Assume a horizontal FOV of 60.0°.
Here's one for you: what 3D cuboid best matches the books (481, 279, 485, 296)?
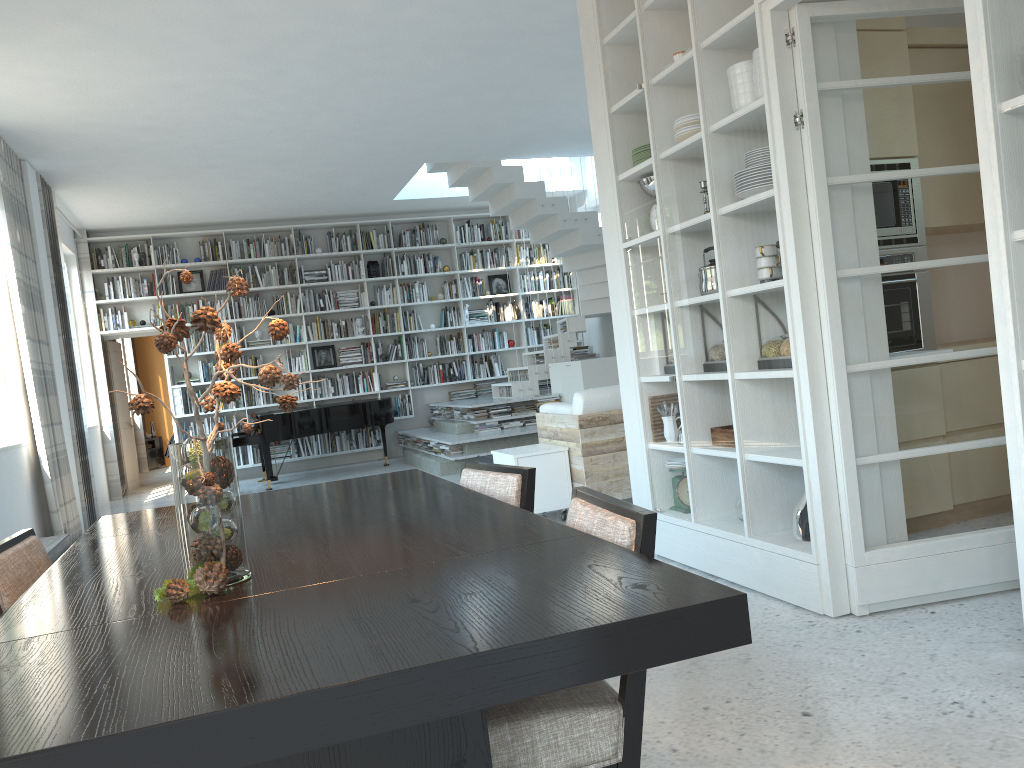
[{"bbox_3d":[-0.417,-1.314,12.205,0.026,0.244,0.178,-7,2,-18],"label":"books"}]

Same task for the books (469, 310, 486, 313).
[{"bbox_3d":[-0.496,-0.987,12.197,0.254,0.012,0.161,-7,2,-16],"label":"books"}]

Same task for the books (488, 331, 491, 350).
[{"bbox_3d":[-0.335,-0.597,12.245,0.011,0.272,0.152,-7,2,-18],"label":"books"}]

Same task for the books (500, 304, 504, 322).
[{"bbox_3d":[-0.157,-0.975,12.303,0.031,0.242,0.147,-7,2,-18],"label":"books"}]

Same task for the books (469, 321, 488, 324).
[{"bbox_3d":[-0.481,-0.843,12.197,0.254,0.012,0.161,-7,2,-22],"label":"books"}]

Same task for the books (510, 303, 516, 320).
[{"bbox_3d":[0.006,-1.002,12.360,0.024,0.255,0.145,-7,2,-18],"label":"books"}]

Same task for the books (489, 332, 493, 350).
[{"bbox_3d":[-0.317,-0.587,12.254,0.026,0.246,0.165,-7,2,-18],"label":"books"}]

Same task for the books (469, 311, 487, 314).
[{"bbox_3d":[-0.494,-0.975,12.198,0.285,0.012,0.159,-7,2,-16],"label":"books"}]

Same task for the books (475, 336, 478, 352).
[{"bbox_3d":[-0.502,-0.551,12.180,0.011,0.223,0.163,-7,2,-18],"label":"books"}]

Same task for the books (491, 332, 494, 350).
[{"bbox_3d":[-0.292,-0.591,12.241,0.014,0.249,0.177,-7,2,-18],"label":"books"}]

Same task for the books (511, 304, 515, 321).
[{"bbox_3d":[-0.019,-0.991,12.336,0.041,0.239,0.176,-7,2,-18],"label":"books"}]

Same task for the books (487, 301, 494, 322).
[{"bbox_3d":[-0.290,-0.987,12.242,0.011,0.300,0.184,-7,2,-18],"label":"books"}]

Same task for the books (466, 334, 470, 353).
[{"bbox_3d":[-0.622,-0.552,12.160,0.012,0.254,0.161,-7,2,-18],"label":"books"}]

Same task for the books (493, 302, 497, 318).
[{"bbox_3d":[-0.247,-0.983,12.281,0.013,0.280,0.131,-7,2,-18],"label":"books"}]

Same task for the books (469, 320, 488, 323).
[{"bbox_3d":[-0.481,-0.855,12.194,0.285,0.012,0.159,-7,1,-13],"label":"books"}]

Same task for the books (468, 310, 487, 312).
[{"bbox_3d":[-0.497,-0.999,12.197,0.285,0.012,0.159,-7,2,-20],"label":"books"}]

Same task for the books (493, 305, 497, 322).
[{"bbox_3d":[-0.260,-0.959,12.259,0.030,0.236,0.179,-7,2,-18],"label":"books"}]

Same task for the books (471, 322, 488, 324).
[{"bbox_3d":[-0.479,-0.831,12.197,0.285,0.012,0.159,-7,1,-14],"label":"books"}]

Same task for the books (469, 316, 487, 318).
[{"bbox_3d":[-0.491,-0.915,12.203,0.254,0.012,0.161,-7,2,-18],"label":"books"}]

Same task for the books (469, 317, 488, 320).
[{"bbox_3d":[-0.487,-0.891,12.200,0.285,0.012,0.159,-7,2,-20],"label":"books"}]

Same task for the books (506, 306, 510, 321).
[{"bbox_3d":[-0.075,-0.971,12.340,0.025,0.213,0.155,-7,2,-18],"label":"books"}]

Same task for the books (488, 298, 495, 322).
[{"bbox_3d":[-0.282,-1.008,12.243,0.010,0.339,0.180,-7,2,-18],"label":"books"}]

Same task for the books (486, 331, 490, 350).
[{"bbox_3d":[-0.349,-0.590,12.219,0.012,0.262,0.186,-7,2,-18],"label":"books"}]

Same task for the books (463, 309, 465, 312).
[{"bbox_3d":[-0.665,-0.900,12.117,0.027,0.221,0.184,-7,2,-18],"label":"books"}]

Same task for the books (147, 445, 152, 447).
[{"bbox_3d":[-6.122,1.040,14.783,0.133,0.022,0.189,-6,2,33],"label":"books"}]

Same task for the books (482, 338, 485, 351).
[{"bbox_3d":[-0.416,-0.541,12.206,0.027,0.182,0.186,-7,2,-18],"label":"books"}]

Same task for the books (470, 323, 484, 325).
[{"bbox_3d":[-0.477,-0.819,12.196,0.285,0.012,0.159,-7,2,-23],"label":"books"}]

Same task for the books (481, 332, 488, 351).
[{"bbox_3d":[-0.378,-0.583,12.205,0.028,0.255,0.191,-7,2,-18],"label":"books"}]

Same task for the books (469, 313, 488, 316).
[{"bbox_3d":[-0.492,-0.952,12.199,0.285,0.012,0.159,-7,2,-16],"label":"books"}]

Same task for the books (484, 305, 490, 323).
[{"bbox_3d":[-0.345,-0.957,12.241,0.012,0.254,0.161,-7,2,-18],"label":"books"}]

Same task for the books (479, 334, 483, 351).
[{"bbox_3d":[-0.448,-0.567,12.208,0.026,0.239,0.177,-7,2,-18],"label":"books"}]

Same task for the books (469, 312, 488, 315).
[{"bbox_3d":[-0.491,-0.964,12.191,0.285,0.012,0.159,-7,2,-23],"label":"books"}]

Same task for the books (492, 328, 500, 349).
[{"bbox_3d":[-0.219,-0.621,12.270,0.026,0.290,0.181,-7,2,-18],"label":"books"}]

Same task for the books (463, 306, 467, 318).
[{"bbox_3d":[-0.651,-0.926,12.153,0.028,0.267,0.137,-7,2,-18],"label":"books"}]

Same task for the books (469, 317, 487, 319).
[{"bbox_3d":[-0.486,-0.903,12.194,0.254,0.012,0.161,-7,2,-23],"label":"books"}]

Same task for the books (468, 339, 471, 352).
[{"bbox_3d":[-0.598,-0.521,12.156,0.023,0.186,0.159,-7,2,-18],"label":"books"}]

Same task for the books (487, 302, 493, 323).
[{"bbox_3d":[-0.309,-0.978,12.264,0.012,0.285,0.159,-7,2,-18],"label":"books"}]

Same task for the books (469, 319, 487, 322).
[{"bbox_3d":[-0.484,-0.867,12.197,0.254,0.012,0.161,-7,1,-14],"label":"books"}]

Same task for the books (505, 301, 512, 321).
[{"bbox_3d":[-0.049,-1.003,12.324,0.021,0.271,0.191,-7,2,-18],"label":"books"}]

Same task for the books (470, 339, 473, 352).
[{"bbox_3d":[-0.576,-0.523,12.161,0.022,0.184,0.162,-7,2,-18],"label":"books"}]

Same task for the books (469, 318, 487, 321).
[{"bbox_3d":[-0.486,-0.879,12.200,0.254,0.012,0.161,-7,2,-16],"label":"books"}]

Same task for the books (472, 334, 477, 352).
[{"bbox_3d":[-0.524,-0.561,12.186,0.024,0.247,0.143,-7,2,-18],"label":"books"}]

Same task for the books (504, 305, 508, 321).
[{"bbox_3d":[-0.104,-0.979,12.338,0.028,0.235,0.129,-7,2,-18],"label":"books"}]

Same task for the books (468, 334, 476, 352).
[{"bbox_3d":[-0.554,-0.556,12.165,0.047,0.244,0.177,-7,2,-18],"label":"books"}]

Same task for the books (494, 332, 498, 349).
[{"bbox_3d":[-0.239,-0.595,12.259,0.023,0.244,0.189,-7,2,-18],"label":"books"}]

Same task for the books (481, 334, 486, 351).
[{"bbox_3d":[-0.403,-0.567,12.221,0.012,0.229,0.179,-7,2,-18],"label":"books"}]

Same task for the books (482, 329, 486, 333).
[{"bbox_3d":[-0.368,-0.607,12.231,0.013,0.299,0.147,-7,2,-18],"label":"books"}]

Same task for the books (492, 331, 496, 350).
[{"bbox_3d":[-0.264,-0.598,12.277,0.012,0.254,0.161,-7,2,-18],"label":"books"}]

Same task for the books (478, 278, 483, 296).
[{"bbox_3d":[-0.443,-1.316,12.207,0.021,0.253,0.167,-7,2,-18],"label":"books"}]

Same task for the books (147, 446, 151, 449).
[{"bbox_3d":[-6.116,1.065,14.786,0.128,0.030,0.182,-7,1,4],"label":"books"}]

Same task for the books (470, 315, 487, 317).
[{"bbox_3d":[-0.487,-0.928,12.193,0.254,0.012,0.161,-7,1,-13],"label":"books"}]

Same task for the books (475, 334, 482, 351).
[{"bbox_3d":[-0.477,-0.566,12.183,0.045,0.246,0.185,-7,2,-18],"label":"books"}]

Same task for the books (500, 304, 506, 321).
[{"bbox_3d":[-0.133,-0.982,12.330,0.031,0.250,0.133,-7,2,-18],"label":"books"}]

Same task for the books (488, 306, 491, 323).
[{"bbox_3d":[-0.333,-0.956,12.263,0.023,0.247,0.138,-7,2,-18],"label":"books"}]

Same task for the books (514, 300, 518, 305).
[{"bbox_3d":[0.072,-1.025,12.397,0.029,0.284,0.138,-7,2,-18],"label":"books"}]

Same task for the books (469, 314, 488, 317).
[{"bbox_3d":[-0.490,-0.940,12.197,0.285,0.012,0.159,-7,2,-21],"label":"books"}]

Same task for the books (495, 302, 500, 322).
[{"bbox_3d":[-0.209,-0.988,12.280,0.059,0.282,0.167,-7,2,-18],"label":"books"}]

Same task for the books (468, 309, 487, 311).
[{"bbox_3d":[-0.499,-1.011,12.196,0.285,0.012,0.159,-7,2,-16],"label":"books"}]
